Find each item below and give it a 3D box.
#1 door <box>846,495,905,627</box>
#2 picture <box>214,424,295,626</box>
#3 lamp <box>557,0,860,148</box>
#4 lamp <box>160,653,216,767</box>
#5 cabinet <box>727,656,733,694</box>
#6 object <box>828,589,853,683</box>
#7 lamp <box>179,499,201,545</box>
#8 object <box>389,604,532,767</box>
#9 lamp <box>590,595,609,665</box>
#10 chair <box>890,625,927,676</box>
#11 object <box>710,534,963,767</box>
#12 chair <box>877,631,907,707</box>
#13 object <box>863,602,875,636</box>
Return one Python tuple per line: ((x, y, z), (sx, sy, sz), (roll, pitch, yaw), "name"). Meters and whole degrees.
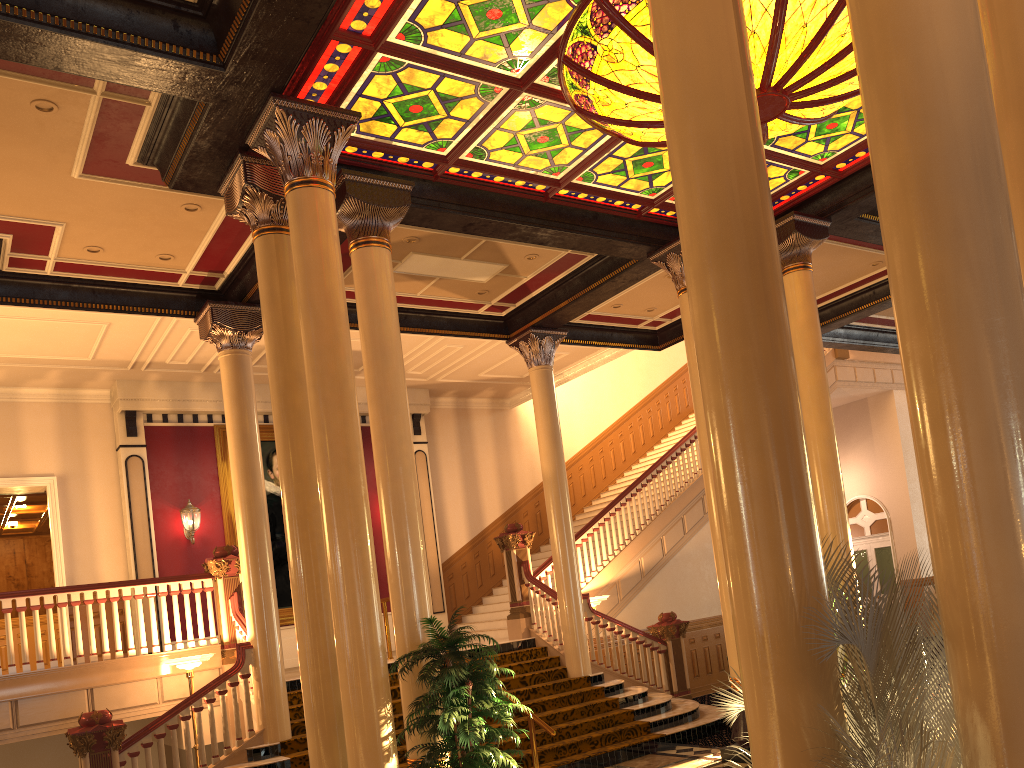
((8.605, 4.381, 20.827), (0.207, 3.438, 1.451), (-5, -6, -34), "door")
((-3.649, 2.389, 15.036), (2.625, 3.410, 0.054), (-3, -6, -36), "picture")
((1.858, -2.385, 6.658), (3.097, 0.593, 2.964), (2, -17, -36), "lamp")
((-3.534, 4.069, 9.762), (0.568, 1.989, 0.599), (-11, -5, 37), "lamp")
((3.920, 4.431, 13.116), (1.295, 0.856, 0.542), (0, -10, -35), "cabinet")
((3.120, 2.923, 9.250), (1.065, 2.126, 1.063), (-9, -6, 13), "object")
((-5.115, 2.195, 13.839), (0.327, 0.721, 0.388), (-4, -7, -35), "lamp")
((-0.355, 2.795, 6.759), (1.015, 2.126, 1.116), (-13, -8, 43), "object")
((1.345, 4.244, 13.220), (0.589, 1.989, 0.578), (-7, -5, -17), "lamp")
((5.744, 4.074, 12.829), (0.671, 0.909, 0.667), (-11, -8, 24), "chair")
((1.454, 1.643, 3.437), (2.129, 2.246, 1.806), (-3, -9, -32), "object")
((4.732, 3.741, 11.287), (0.752, 1.086, 0.743), (-5, -7, -20), "chair")
((5.228, 4.093, 13.655), (0.994, 1.418, 1.148), (-7, -8, -6), "object")
